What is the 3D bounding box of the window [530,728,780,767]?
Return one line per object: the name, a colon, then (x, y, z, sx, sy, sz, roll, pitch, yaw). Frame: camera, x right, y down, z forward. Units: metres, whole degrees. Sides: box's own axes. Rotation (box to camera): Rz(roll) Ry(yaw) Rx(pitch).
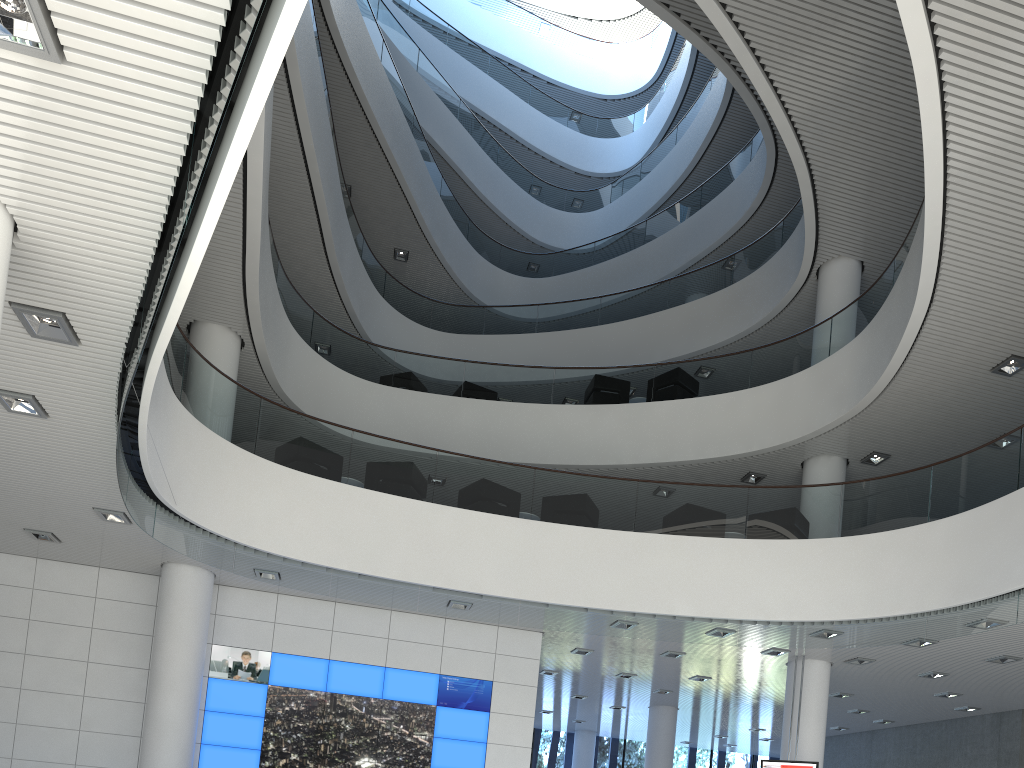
window: (0.604, 8.510, 16.487, 18.406, 2.814, 0.079, 12, -4, -12)
